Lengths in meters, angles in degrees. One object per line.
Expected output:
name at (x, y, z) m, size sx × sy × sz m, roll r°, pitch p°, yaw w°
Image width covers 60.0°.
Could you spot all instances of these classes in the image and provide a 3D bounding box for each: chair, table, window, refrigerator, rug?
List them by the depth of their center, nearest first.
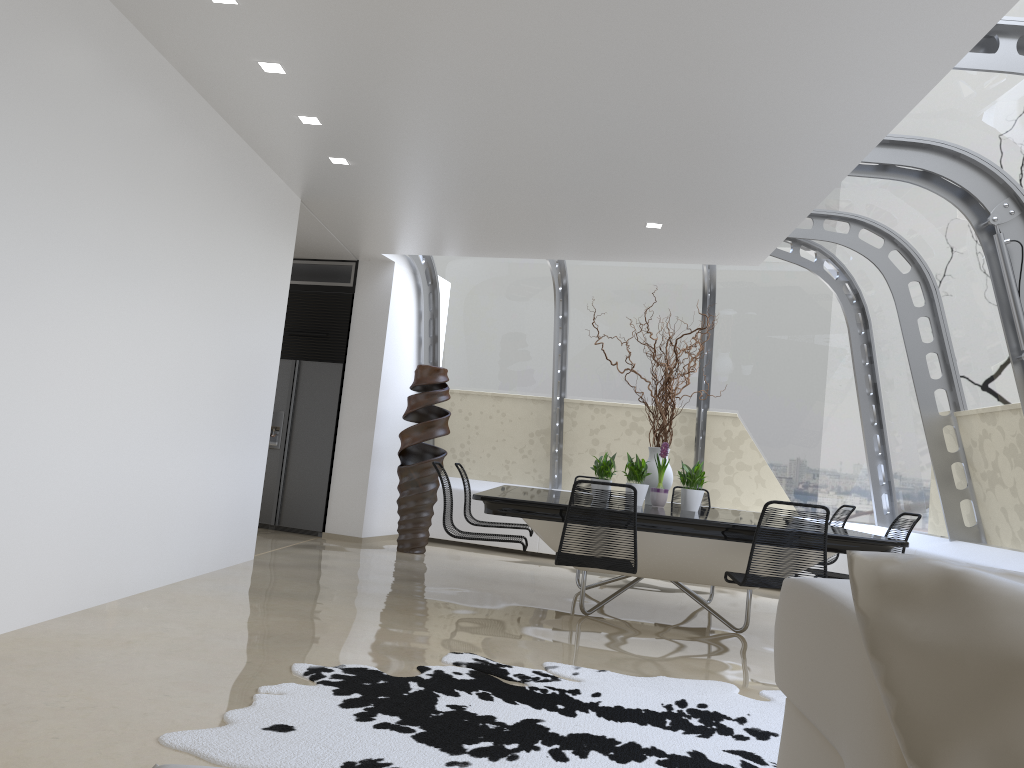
rug at (0.533, 1.299, 3.102) m, size 3.220 × 0.008 × 2.705 m, roll 6°, pitch -5°, yaw 4°
window at (-3.748, -0.515, 4.128) m, size 16.693 × 3.674 × 16.171 m, roll 5°, pitch -5°, yaw 10°
chair at (1.474, 0.903, 4.899) m, size 0.446 × 0.519 × 0.688 m, roll 6°, pitch -5°, yaw 4°
chair at (0.483, 0.802, 4.962) m, size 0.446 × 0.519 × 0.688 m, roll 6°, pitch -5°, yaw 4°
chair at (2.284, 1.075, 5.853) m, size 0.688 × 0.519 × 0.446 m, roll 6°, pitch -5°, yaw 4°
chair at (-0.214, 0.821, 6.012) m, size 0.688 × 0.519 × 0.446 m, roll 6°, pitch -5°, yaw 4°
table at (1.044, 1.278, 6.489) m, size 2.494 × 0.759 × 3.031 m, roll 6°, pitch -5°, yaw 4°
chair at (2.353, 1.197, 7.121) m, size 0.688 × 0.519 × 0.446 m, roll 6°, pitch -5°, yaw 4°
chair at (-0.145, 0.943, 7.281) m, size 0.688 × 0.519 × 0.446 m, roll 6°, pitch -5°, yaw 4°
chair at (1.642, 1.200, 8.009) m, size 0.446 × 0.519 × 0.688 m, roll 6°, pitch -5°, yaw 4°
chair at (0.723, 1.106, 8.068) m, size 0.446 × 0.519 × 0.688 m, roll 6°, pitch -5°, yaw 4°
refrigerator at (-2.296, 0.626, 9.400) m, size 1.006 × 1.742 × 0.234 m, roll 5°, pitch -5°, yaw 17°

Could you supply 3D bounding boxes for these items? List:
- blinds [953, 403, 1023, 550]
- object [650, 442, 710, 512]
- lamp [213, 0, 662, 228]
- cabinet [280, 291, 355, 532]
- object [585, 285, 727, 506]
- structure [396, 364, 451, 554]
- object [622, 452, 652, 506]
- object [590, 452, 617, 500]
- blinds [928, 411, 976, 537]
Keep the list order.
blinds at (3.553, 0.676, 6.229) m, size 0.329 × 1.027 × 1.430 m, roll 6°, pitch -5°, yaw 4°
object at (1.230, 0.671, 6.397) m, size 0.417 × 0.476 × 0.238 m, roll 3°, pitch -6°, yaw 32°
lamp at (-3.928, -2.174, 2.356) m, size 9.775 × 0.004 × 9.928 m, roll 6°, pitch -5°, yaw 4°
cabinet at (-2.741, 0.279, 9.892) m, size 2.252 × 2.558 × 0.831 m, roll 4°, pitch -5°, yaw 18°
object at (0.992, 0.121, 6.646) m, size 1.031 × 1.549 × 1.135 m, roll 7°, pitch -5°, yaw -4°
structure at (-0.889, 0.738, 8.716) m, size 0.498 × 1.843 × 0.493 m, roll 5°, pitch -5°, yaw 15°
object at (0.878, 0.673, 6.282) m, size 0.215 × 0.369 × 0.284 m, roll 2°, pitch -6°, yaw 37°
object at (0.696, 0.693, 6.725) m, size 0.215 × 0.369 × 0.284 m, roll 2°, pitch -7°, yaw 42°
blinds at (3.750, 1.381, 7.882) m, size 0.663 × 2.118 × 1.829 m, roll 6°, pitch -5°, yaw 4°
